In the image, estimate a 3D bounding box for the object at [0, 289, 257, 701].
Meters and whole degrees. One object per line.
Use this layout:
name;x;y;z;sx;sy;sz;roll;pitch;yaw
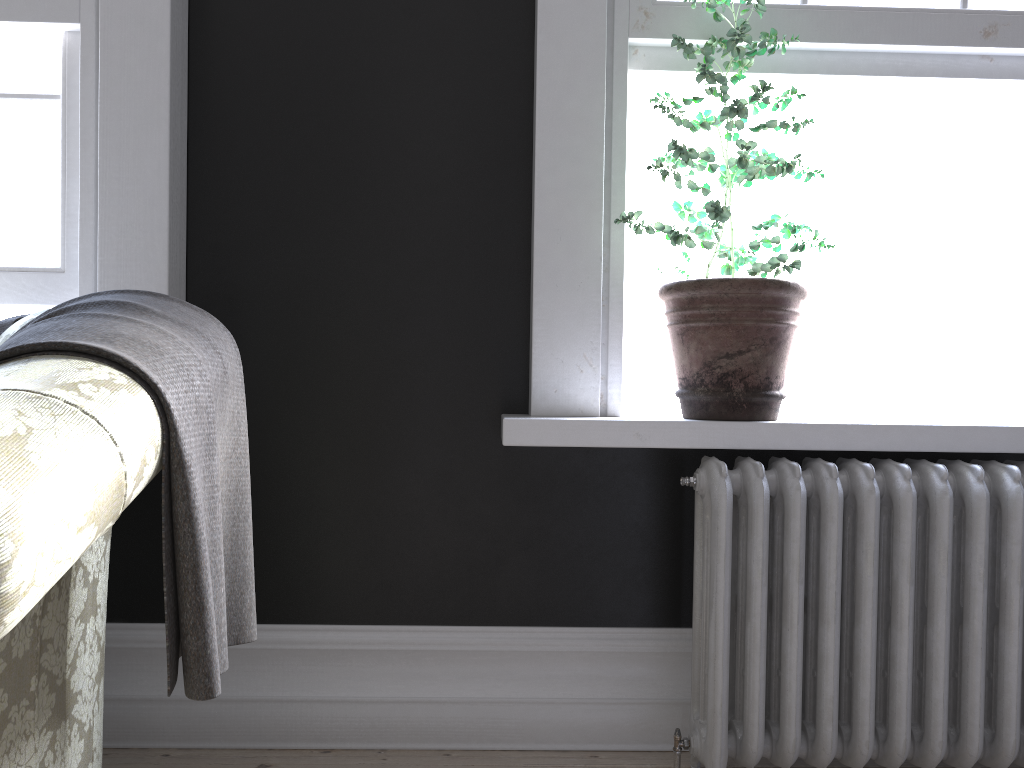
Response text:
object;-0.874;0.137;1.584;0.517;0.585;1.366;0;1;-42

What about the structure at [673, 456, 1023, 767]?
structure;0.972;0.610;2.198;1.141;0.849;0.276;1;1;-2

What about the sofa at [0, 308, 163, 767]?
sofa;-1.837;0.408;1.463;2.813;1.161;1.605;1;0;-1

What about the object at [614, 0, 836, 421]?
object;0.551;-0.476;2.230;0.474;1.134;0.505;2;1;38

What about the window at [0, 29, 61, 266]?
window;-1.786;-1.128;2.304;1.263;1.672;0.056;1;1;-2

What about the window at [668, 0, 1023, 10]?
window;0.991;-1.411;2.371;1.263;1.017;0.056;1;1;-2
